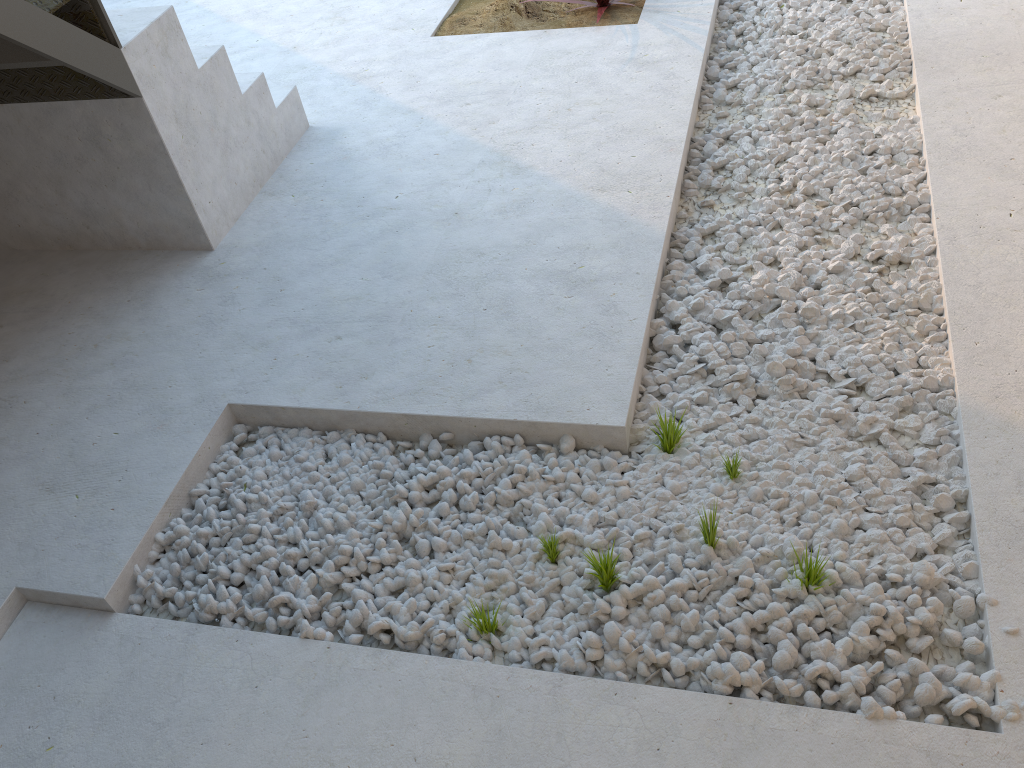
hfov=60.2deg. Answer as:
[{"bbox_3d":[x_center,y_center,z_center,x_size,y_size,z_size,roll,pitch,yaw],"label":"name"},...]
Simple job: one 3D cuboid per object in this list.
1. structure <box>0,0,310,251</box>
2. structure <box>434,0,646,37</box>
[{"bbox_3d":[-2.493,-0.405,0.496,1.156,4.136,6.258,4,46,16],"label":"structure"},{"bbox_3d":[0.212,-1.918,4.312,1.201,0.306,0.713,3,46,16],"label":"structure"}]
